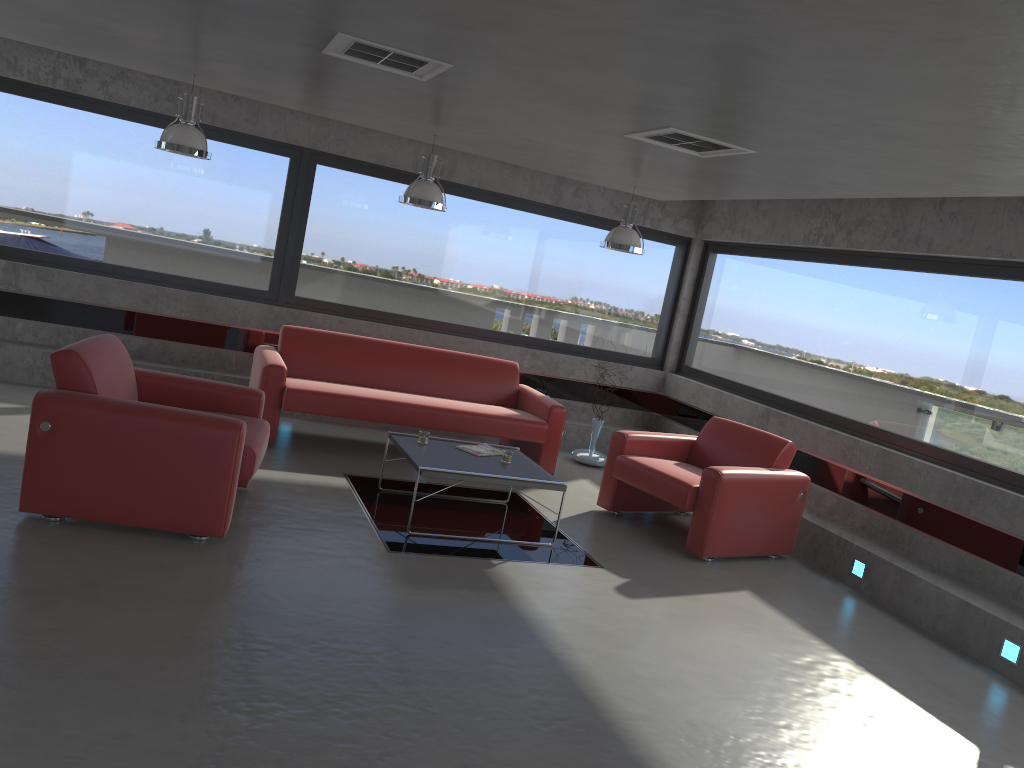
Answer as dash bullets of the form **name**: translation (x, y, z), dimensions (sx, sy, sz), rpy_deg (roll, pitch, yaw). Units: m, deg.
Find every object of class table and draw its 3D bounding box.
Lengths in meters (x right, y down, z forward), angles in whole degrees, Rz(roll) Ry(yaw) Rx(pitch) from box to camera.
- **table**: translation (-0.301, 0.710, 6.118), dimensions (1.018, 0.436, 0.994), rpy_deg (9, 8, -21)

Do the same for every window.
- **window**: translation (-1.856, -1.455, 8.471), dimensions (7.800, 1.364, 0.003), rpy_deg (9, 8, -21)
- **window**: translation (2.813, -0.412, 7.681), dimensions (0.003, 1.364, 4.583), rpy_deg (9, 8, -21)

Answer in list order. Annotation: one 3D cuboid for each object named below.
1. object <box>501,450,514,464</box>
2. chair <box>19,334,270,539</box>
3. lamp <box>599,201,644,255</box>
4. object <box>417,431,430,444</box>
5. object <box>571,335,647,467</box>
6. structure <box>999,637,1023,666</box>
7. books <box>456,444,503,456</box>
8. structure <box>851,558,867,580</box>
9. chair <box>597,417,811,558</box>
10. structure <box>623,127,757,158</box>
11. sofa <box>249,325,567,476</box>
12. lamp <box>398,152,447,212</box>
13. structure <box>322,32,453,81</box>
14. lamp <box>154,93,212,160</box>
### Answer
- **object**: translation (-0.035, 0.506, 6.170), dimensions (0.079, 0.077, 0.079), rpy_deg (10, 7, -13)
- **chair**: translation (-1.997, 0.239, 5.132), dimensions (1.130, 0.854, 1.196), rpy_deg (10, 7, -11)
- **lamp**: translation (0.989, -1.360, 7.663), dimensions (0.389, 0.422, 0.388), rpy_deg (7, 8, -32)
- **object**: translation (-0.623, 0.377, 6.255), dimensions (0.079, 0.077, 0.079), rpy_deg (6, 9, -38)
- **object**: translation (0.924, 0.167, 8.845), dimensions (0.466, 1.289, 0.531), rpy_deg (10, 7, -9)
- **structure**: translation (2.885, 1.548, 5.133), dimensions (0.004, 0.123, 0.123), rpy_deg (9, 8, -21)
- **books**: translation (-0.213, 0.473, 6.370), dimensions (0.228, 0.022, 0.326), rpy_deg (17, 9, 38)
- **structure**: translation (2.464, 1.313, 6.302), dimensions (0.004, 0.123, 0.123), rpy_deg (9, 8, -21)
- **chair**: translation (1.458, 0.717, 6.851), dimensions (1.130, 0.854, 1.196), rpy_deg (6, 9, -36)
- **structure**: translation (1.035, -1.498, 5.089), dimensions (0.563, 0.240, 0.563), rpy_deg (9, 8, -21)
- **sofa**: translation (-0.898, 0.127, 7.737), dimensions (2.626, 0.854, 1.120), rpy_deg (9, 8, -21)
- **lamp**: translation (-0.671, -1.612, 7.014), dimensions (0.388, 0.422, 0.389), rpy_deg (9, 8, -21)
- **structure**: translation (-0.615, -1.748, 4.444), dimensions (0.563, 0.240, 0.563), rpy_deg (9, 8, -21)
- **lamp**: translation (-2.331, -1.864, 6.365), dimensions (0.388, 0.422, 0.389), rpy_deg (9, 8, -21)
